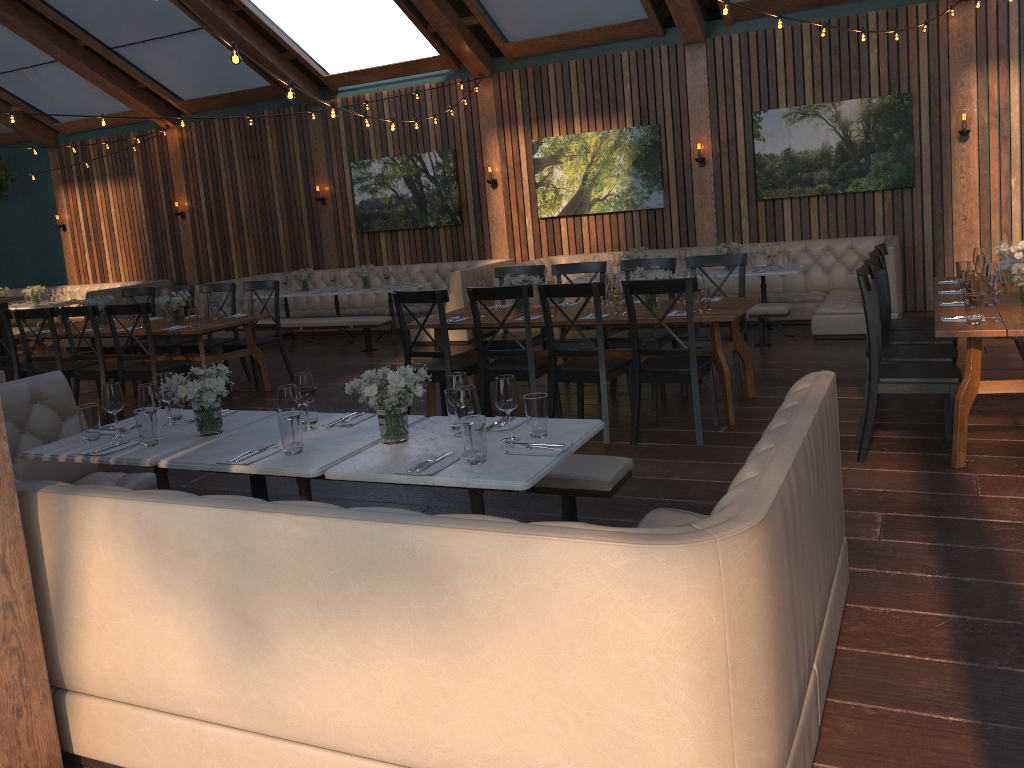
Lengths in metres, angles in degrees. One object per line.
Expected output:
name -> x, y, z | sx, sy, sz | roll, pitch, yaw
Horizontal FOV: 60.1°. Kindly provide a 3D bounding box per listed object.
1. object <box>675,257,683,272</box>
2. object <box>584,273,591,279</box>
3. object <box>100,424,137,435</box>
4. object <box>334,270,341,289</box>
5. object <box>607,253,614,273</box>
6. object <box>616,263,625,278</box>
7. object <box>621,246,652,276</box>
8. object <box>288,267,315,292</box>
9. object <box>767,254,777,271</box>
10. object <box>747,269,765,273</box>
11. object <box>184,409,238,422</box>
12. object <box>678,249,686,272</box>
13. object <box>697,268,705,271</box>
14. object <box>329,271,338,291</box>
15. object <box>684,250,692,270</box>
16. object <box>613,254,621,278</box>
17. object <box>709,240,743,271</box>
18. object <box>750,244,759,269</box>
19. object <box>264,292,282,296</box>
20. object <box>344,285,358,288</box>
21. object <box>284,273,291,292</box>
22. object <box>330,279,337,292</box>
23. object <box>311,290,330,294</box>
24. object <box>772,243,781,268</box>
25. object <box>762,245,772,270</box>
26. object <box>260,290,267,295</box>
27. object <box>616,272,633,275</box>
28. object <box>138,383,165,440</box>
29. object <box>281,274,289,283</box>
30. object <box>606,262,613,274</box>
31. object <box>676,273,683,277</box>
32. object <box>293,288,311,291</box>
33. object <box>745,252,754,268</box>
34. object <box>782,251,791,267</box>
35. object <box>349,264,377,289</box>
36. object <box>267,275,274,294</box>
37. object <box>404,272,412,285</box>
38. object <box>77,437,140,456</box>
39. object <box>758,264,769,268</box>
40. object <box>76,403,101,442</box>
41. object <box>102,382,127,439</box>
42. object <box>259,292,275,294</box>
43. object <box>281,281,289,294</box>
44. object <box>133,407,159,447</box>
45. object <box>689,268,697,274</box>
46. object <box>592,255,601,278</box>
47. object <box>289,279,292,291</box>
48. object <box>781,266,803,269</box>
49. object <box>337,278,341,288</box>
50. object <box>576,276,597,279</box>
object -> 1.810, -1.298, 9.573 | 0.092, 0.157, 0.093 | -3, 9, 12
object -> 0.824, -1.221, 9.636 | 0.092, 0.157, 0.093 | -3, 9, 12
object -> -1.853, 0.206, 4.118 | 0.255, 0.019, 0.159 | 0, 13, 26
object -> -2.253, -1.348, 11.416 | 0.092, 0.242, 0.093 | -8, 9, -16
object -> 1.106, -1.325, 9.808 | 0.092, 0.242, 0.093 | -8, 9, -16
object -> 1.165, -1.211, 9.433 | 0.092, 0.157, 0.093 | -3, 9, 12
object -> 1.361, -1.326, 9.535 | 0.331, 0.306, 0.337 | -14, 13, -41
object -> -2.715, -1.356, 11.503 | 0.329, 0.306, 0.339 | 2, 12, 38
object -> 2.577, -1.200, 8.750 | 0.092, 0.157, 0.093 | -3, 9, 12
object -> 2.419, -1.122, 8.784 | 0.157, 0.019, 0.258 | 0, 13, 26
object -> -1.447, 0.150, 4.214 | 0.157, 0.019, 0.258 | 0, 13, 26
object -> 1.828, -1.320, 9.461 | 0.092, 0.242, 0.093 | -8, 9, -21
object -> 1.980, -1.239, 9.557 | 0.157, 0.019, 0.258 | 0, 13, 26
object -> -2.248, -1.294, 11.147 | 0.092, 0.242, 0.093 | -8, 9, -16
object -> 1.833, -1.266, 9.193 | 0.092, 0.242, 0.093 | -8, 9, -21
object -> 1.139, -1.273, 9.534 | 0.092, 0.242, 0.093 | -8, 9, -16
object -> 2.229, -1.324, 9.141 | 0.336, 0.306, 0.332 | -5, 10, 0
object -> 2.504, -1.315, 9.136 | 0.092, 0.242, 0.093 | -8, 9, -21
object -> -3.074, -1.161, 11.422 | 0.157, 0.019, 0.258 | 0, 13, 26
object -> -2.100, -1.267, 11.512 | 0.157, 0.019, 0.258 | 0, 13, 26
object -> -2.974, -1.353, 11.762 | 0.092, 0.242, 0.093 | -8, 9, -16
object -> -2.222, -1.232, 11.046 | 0.092, 0.157, 0.093 | -3, 9, 12
object -> -2.380, -1.154, 11.081 | 0.157, 0.019, 0.258 | 0, 13, 26
object -> 2.690, -1.303, 8.992 | 0.092, 0.242, 0.093 | -8, 9, -21
object -> 2.552, -1.262, 8.851 | 0.092, 0.242, 0.093 | -8, 9, -21
object -> -3.257, -1.249, 11.590 | 0.092, 0.157, 0.093 | -3, 9, 12
object -> 1.259, -1.244, 9.904 | 0.157, 0.019, 0.258 | 0, 13, 26
object -> -1.567, 0.122, 3.844 | 0.092, 0.242, 0.093 | -8, 9, -16
object -> -2.941, -1.300, 11.489 | 0.092, 0.242, 0.093 | -8, 9, -16
object -> 1.088, -1.303, 9.920 | 0.092, 0.157, 0.093 | -3, 9, 12
object -> 1.700, -1.127, 9.126 | 0.157, 0.019, 0.258 | 0, 13, 26
object -> -2.822, -1.272, 11.858 | 0.157, 0.019, 0.258 | 0, 13, 26
object -> 2.486, -1.293, 9.248 | 0.092, 0.157, 0.093 | -3, 9, 12
object -> 2.801, -1.274, 9.017 | 0.092, 0.157, 0.093 | -3, 9, 12
object -> -1.850, -1.351, 11.089 | 0.329, 0.306, 0.339 | 4, 13, 42
object -> -3.154, -1.305, 11.605 | 0.092, 0.242, 0.093 | -8, 9, -16
object -> -1.280, -1.302, 10.972 | 0.092, 0.157, 0.092 | -10, 10, -27
object -> -1.700, 0.261, 3.778 | 0.157, 0.019, 0.258 | 0, 13, 26
object -> 2.657, -1.234, 9.233 | 0.157, 0.019, 0.258 | 0, 13, 26
object -> -1.882, 0.173, 3.946 | 0.092, 0.157, 0.093 | -3, 9, 12
object -> -1.779, 0.118, 3.960 | 0.092, 0.242, 0.093 | -8, 9, -16
object -> -3.227, -1.216, 11.763 | 0.255, 0.019, 0.159 | 0, 13, 26
object -> -2.916, -1.239, 11.388 | 0.092, 0.157, 0.093 | -3, 9, 12
object -> -1.542, 0.184, 3.743 | 0.092, 0.157, 0.093 | -3, 9, 12
object -> 1.858, -1.205, 9.092 | 0.092, 0.157, 0.093 | -3, 9, 12
object -> 0.927, -1.277, 9.650 | 0.092, 0.242, 0.093 | -8, 9, -16
object -> -2.992, -1.330, 11.874 | 0.092, 0.157, 0.093 | -3, 9, 12
object -> 2.784, -1.171, 8.864 | 0.255, 0.019, 0.159 | 0, 13, 26
object -> -2.270, -1.325, 11.528 | 0.092, 0.157, 0.093 | -3, 9, 12
object -> 0.853, -1.188, 9.808 | 0.255, 0.019, 0.159 | 0, 13, 26
